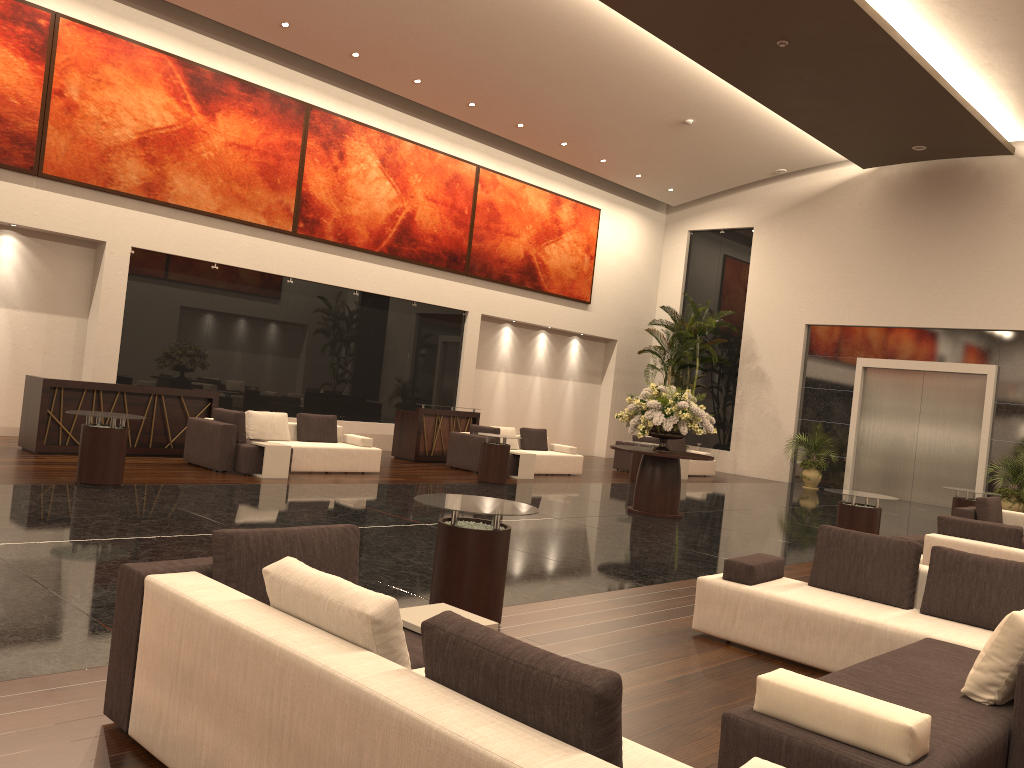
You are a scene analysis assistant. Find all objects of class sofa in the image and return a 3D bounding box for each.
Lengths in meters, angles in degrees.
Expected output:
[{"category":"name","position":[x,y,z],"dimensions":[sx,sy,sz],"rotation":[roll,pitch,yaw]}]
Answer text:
[{"category":"sofa","position":[3.784,1.706,20.989],"dimensions":[1.291,0.862,2.846],"rotation":[6,-1,44]},{"category":"sofa","position":[7.020,1.990,10.879],"dimensions":[2.846,0.862,1.291],"rotation":[6,-1,44]},{"category":"sofa","position":[-3.322,0.882,13.491],"dimensions":[1.291,0.862,2.846],"rotation":[6,-1,44]},{"category":"sofa","position":[5.433,1.803,8.785],"dimensions":[2.586,0.862,3.366],"rotation":[6,-1,44]},{"category":"sofa","position":[1.777,1.379,4.902],"dimensions":[2.586,0.862,3.366],"rotation":[6,-1,44]},{"category":"sofa","position":[-0.234,1.148,3.226],"dimensions":[2.846,0.862,1.291],"rotation":[6,-1,44]},{"category":"sofa","position":[0.225,1.293,17.234],"dimensions":[1.291,0.862,2.846],"rotation":[6,-1,44]}]

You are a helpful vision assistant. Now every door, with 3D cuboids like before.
[{"category":"door","position":[9.392,1.212,20.519],"dimensions":[2.767,3.048,0.040],"rotation":[6,-1,44]}]

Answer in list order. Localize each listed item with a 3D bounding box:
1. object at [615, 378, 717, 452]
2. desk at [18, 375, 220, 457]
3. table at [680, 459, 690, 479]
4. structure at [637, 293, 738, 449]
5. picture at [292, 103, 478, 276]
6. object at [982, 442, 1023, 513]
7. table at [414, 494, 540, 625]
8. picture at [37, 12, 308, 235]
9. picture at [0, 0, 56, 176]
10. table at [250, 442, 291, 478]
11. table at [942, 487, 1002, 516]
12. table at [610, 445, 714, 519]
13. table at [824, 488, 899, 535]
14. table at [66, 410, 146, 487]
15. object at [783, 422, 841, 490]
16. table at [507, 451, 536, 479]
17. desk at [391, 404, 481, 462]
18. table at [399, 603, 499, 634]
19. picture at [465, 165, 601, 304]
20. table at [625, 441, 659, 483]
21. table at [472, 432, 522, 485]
[{"category":"object","position":[2.272,0.442,12.975],"dimensions":[1.453,1.097,1.402],"rotation":[6,0,0]},{"category":"desk","position":[-5.810,0.517,13.281],"dimensions":[0.700,1.043,2.606],"rotation":[6,-1,44]},{"category":"table","position":[3.698,1.893,19.967],"dimensions":[0.400,0.460,0.400],"rotation":[6,-1,44]},{"category":"structure","position":[4.596,-0.073,23.498],"dimensions":[2.436,4.611,2.531],"rotation":[6,0,15]},{"category":"picture","position":[-2.466,-3.891,18.449],"dimensions":[0.070,2.526,4.515],"rotation":[6,-1,44]},{"category":"object","position":[10.364,1.992,18.308],"dimensions":[1.373,1.682,1.297],"rotation":[6,0,-8]},{"category":"table","position":[-0.275,1.194,5.920],"dimensions":[0.844,0.795,0.833],"rotation":[6,0,-7]},{"category":"picture","position":[-5.564,-4.250,15.180],"dimensions":[0.070,2.526,4.515],"rotation":[6,-1,44]},{"category":"picture","position":[-9.344,-4.688,11.192],"dimensions":[0.070,2.526,6.485],"rotation":[6,-1,44]},{"category":"table","position":[-3.408,1.069,12.468],"dimensions":[0.400,0.460,0.400],"rotation":[6,-1,44]},{"category":"table","position":[7.051,2.044,13.692],"dimensions":[0.833,0.795,0.844],"rotation":[6,0,5]},{"category":"table","position":[2.146,1.442,12.988],"dimensions":[1.498,0.921,1.498],"rotation":[6,0,35]},{"category":"table","position":[4.108,1.703,10.545],"dimensions":[0.833,0.795,0.844],"rotation":[6,0,5]},{"category":"table","position":[-4.678,0.744,10.142],"dimensions":[0.844,0.795,0.833],"rotation":[6,0,-7]},{"category":"object","position":[7.281,1.677,21.337],"dimensions":[1.373,1.682,1.297],"rotation":[6,0,-13]},{"category":"table","position":[0.140,1.480,16.211],"dimensions":[0.400,0.460,0.400],"rotation":[6,-1,44]},{"category":"desk","position":[-1.489,0.982,17.794],"dimensions":[0.760,1.114,1.634],"rotation":[6,-1,44]},{"category":"table","position":[-0.369,1.344,4.241],"dimensions":[0.400,0.460,0.400],"rotation":[6,-1,44]},{"category":"picture","position":[0.635,-3.531,21.720],"dimensions":[0.070,2.526,4.515],"rotation":[6,-1,44]},{"category":"table","position":[2.648,1.593,17.914],"dimensions":[0.833,0.795,0.844],"rotation":[6,0,5]},{"category":"table","position":[-0.295,1.252,14.767],"dimensions":[0.833,0.795,0.844],"rotation":[6,0,5]}]
